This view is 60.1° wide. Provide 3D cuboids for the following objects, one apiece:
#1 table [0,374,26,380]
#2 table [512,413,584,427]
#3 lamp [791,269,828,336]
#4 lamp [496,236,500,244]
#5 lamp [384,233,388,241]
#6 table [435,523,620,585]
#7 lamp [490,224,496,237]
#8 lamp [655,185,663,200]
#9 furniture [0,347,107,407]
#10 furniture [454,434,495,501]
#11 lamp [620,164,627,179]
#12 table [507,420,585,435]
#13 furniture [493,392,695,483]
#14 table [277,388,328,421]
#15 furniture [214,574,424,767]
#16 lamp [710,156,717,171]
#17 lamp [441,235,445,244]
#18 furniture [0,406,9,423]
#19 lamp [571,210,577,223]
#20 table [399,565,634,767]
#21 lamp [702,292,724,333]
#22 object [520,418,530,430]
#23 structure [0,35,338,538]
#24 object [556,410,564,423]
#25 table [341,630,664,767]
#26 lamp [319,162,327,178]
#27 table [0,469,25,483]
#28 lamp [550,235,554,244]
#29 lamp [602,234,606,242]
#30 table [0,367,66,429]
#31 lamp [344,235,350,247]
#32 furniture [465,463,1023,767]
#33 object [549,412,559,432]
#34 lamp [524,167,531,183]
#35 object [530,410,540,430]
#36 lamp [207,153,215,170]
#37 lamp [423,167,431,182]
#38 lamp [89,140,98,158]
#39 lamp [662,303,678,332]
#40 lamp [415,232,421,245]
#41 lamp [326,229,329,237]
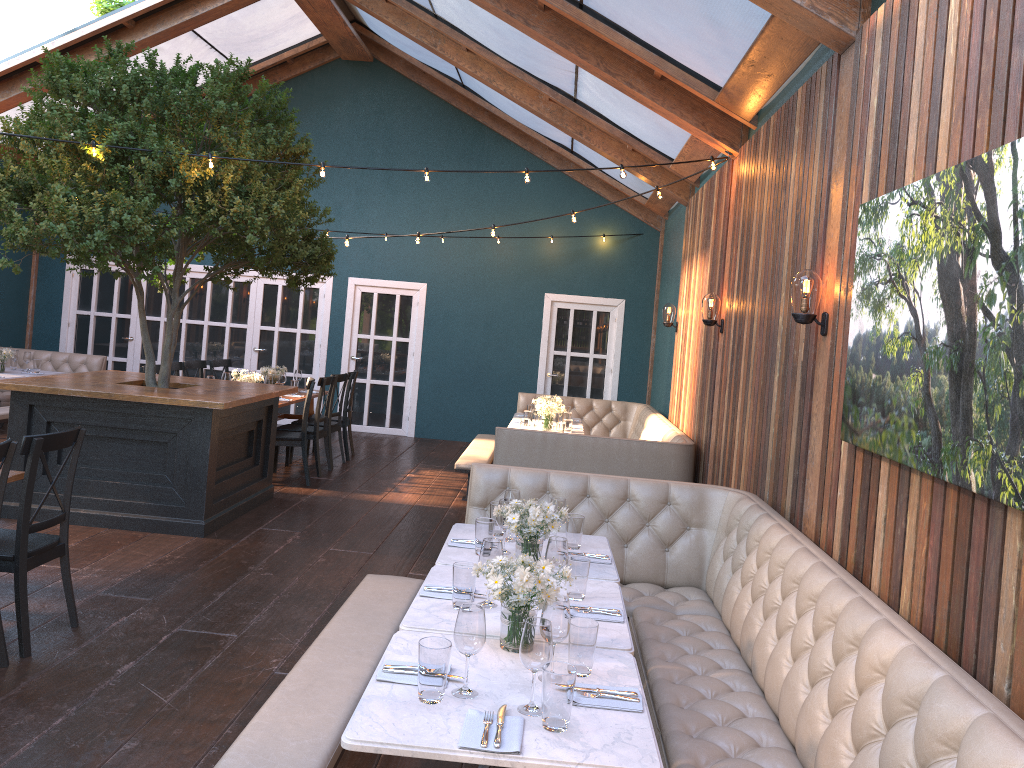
[{"bbox_3d":[-5.997,0.235,9.763,0.799,0.672,0.800,5,2,3],"label":"table"},{"bbox_3d":[0.387,0.737,10.224,0.799,0.672,0.800,5,2,2],"label":"table"},{"bbox_3d":[1.447,-0.400,4.318,0.178,0.320,0.146,5,1,3],"label":"lamp"},{"bbox_3d":[-0.182,-1.970,12.096,0.056,0.119,0.061,5,1,4],"label":"lamp"},{"bbox_3d":[-1.675,-1.956,11.769,0.060,0.119,0.056,5,1,27],"label":"lamp"},{"bbox_3d":[0.053,1.111,4.171,0.799,0.672,0.800,5,2,2],"label":"table"},{"bbox_3d":[-0.167,-1.368,7.893,0.056,0.121,0.056,5,1,-20],"label":"lamp"},{"bbox_3d":[1.218,-1.582,7.318,0.074,0.115,0.056,5,1,9],"label":"lamp"},{"bbox_3d":[-6.377,0.108,9.775,1.709,0.858,4.164,5,4,3],"label":"furniture"},{"bbox_3d":[-0.336,0.864,9.457,0.313,0.398,2.332,5,4,3],"label":"furniture"},{"bbox_3d":[0.861,-1.648,6.857,0.064,0.118,0.056,5,1,12],"label":"lamp"},{"bbox_3d":[0.342,0.787,9.410,0.799,0.672,0.800,5,2,3],"label":"table"},{"bbox_3d":[0.786,0.733,9.362,1.709,0.858,4.164,5,4,3],"label":"furniture"},{"bbox_3d":[-2.792,0.484,9.605,0.950,0.729,2.435,5,3,3],"label":"table"},{"bbox_3d":[-0.672,1.238,3.393,0.313,0.398,2.332,5,4,3],"label":"furniture"},{"bbox_3d":[1.602,-1.753,7.028,0.056,0.120,0.056,5,1,32],"label":"lamp"},{"bbox_3d":[-0.932,-1.956,11.946,0.060,0.119,0.056,5,1,45],"label":"lamp"},{"bbox_3d":[-5.323,0.430,9.735,0.313,0.398,2.332,5,4,3],"label":"furniture"},{"bbox_3d":[0.534,-1.439,7.599,0.056,0.118,0.066,5,1,-21],"label":"lamp"},{"bbox_3d":[0.008,1.161,3.356,0.799,0.672,0.800,5,2,3],"label":"table"},{"bbox_3d":[1.599,-0.570,7.060,0.178,0.320,0.146,5,1,3],"label":"lamp"},{"bbox_3d":[0.122,0.414,8.483,0.091,0.158,0.092,5,1,-11],"label":"object"},{"bbox_3d":[-2.793,-0.845,7.194,2.717,3.695,2.851,5,1,12],"label":"structure"},{"bbox_3d":[0.464,0.385,8.696,0.092,0.244,0.092,4,1,-39],"label":"object"},{"bbox_3d":[-0.037,1.211,2.541,0.799,0.672,0.800,5,2,2],"label":"table"},{"bbox_3d":[-1.360,-1.539,6.357,0.060,0.119,0.056,5,1,27],"label":"lamp"},{"bbox_3d":[-3.130,0.861,3.489,0.950,0.729,2.435,5,3,3],"label":"table"},{"bbox_3d":[0.552,-2.002,12.250,0.056,0.120,0.056,5,1,24],"label":"lamp"},{"bbox_3d":[1.295,-2.047,12.409,0.056,0.121,0.056,5,1,-15],"label":"lamp"},{"bbox_3d":[-5.952,0.185,10.578,0.799,0.672,0.800,5,2,2],"label":"table"},{"bbox_3d":[-1.578,-1.370,8.473,0.056,0.121,0.056,5,1,12],"label":"lamp"},{"bbox_3d":[0.453,1.105,3.330,1.709,0.858,4.164,5,4,3],"label":"furniture"},{"bbox_3d":[0.401,0.395,8.469,0.092,0.244,0.092,4,1,-39],"label":"object"},{"bbox_3d":[0.118,-1.581,6.710,0.056,0.121,0.056,5,1,-15],"label":"lamp"},{"bbox_3d":[0.217,0.375,8.543,0.092,0.244,0.092,4,1,-39],"label":"object"},{"bbox_3d":[-2.103,-1.559,6.188,0.060,0.119,0.056,5,1,-12],"label":"lamp"},{"bbox_3d":[-0.624,-1.545,6.526,0.056,0.117,0.068,5,1,0],"label":"lamp"},{"bbox_3d":[-2.844,-1.598,6.024,0.056,0.121,0.056,5,1,28],"label":"lamp"},{"bbox_3d":[1.750,-0.739,9.805,0.178,0.320,0.146,5,1,3],"label":"lamp"},{"bbox_3d":[-0.870,-1.350,8.196,0.056,0.121,0.056,5,1,-21],"label":"lamp"},{"bbox_3d":[-2.421,-1.978,11.603,0.056,0.121,0.056,4,1,-36],"label":"lamp"}]
